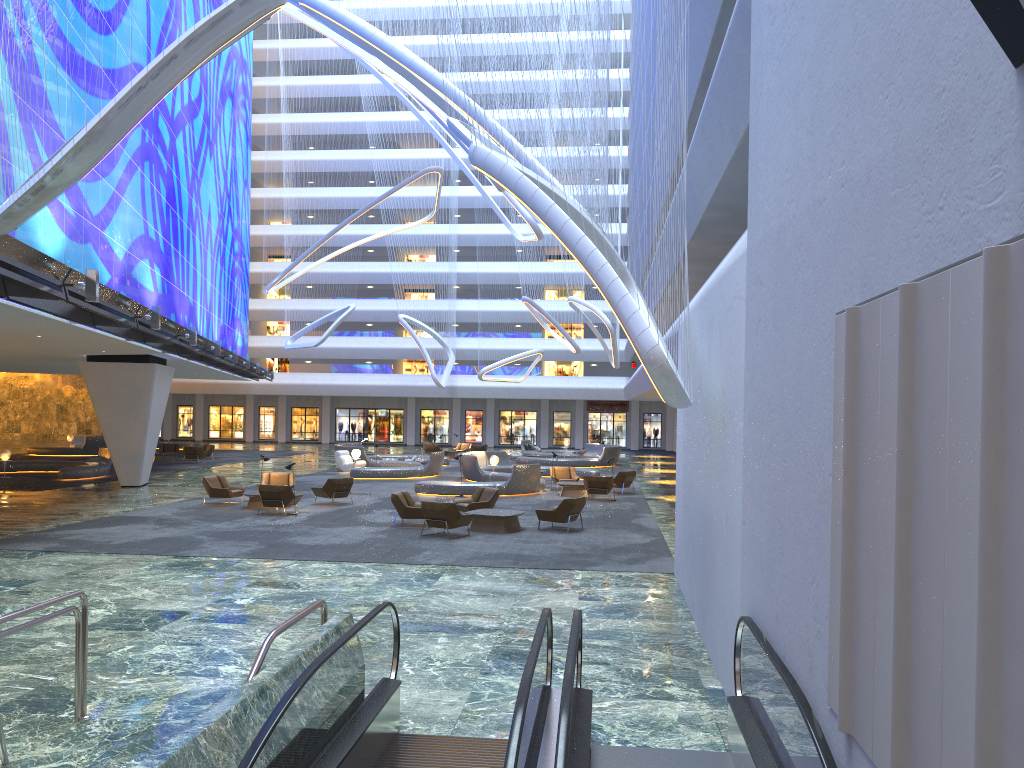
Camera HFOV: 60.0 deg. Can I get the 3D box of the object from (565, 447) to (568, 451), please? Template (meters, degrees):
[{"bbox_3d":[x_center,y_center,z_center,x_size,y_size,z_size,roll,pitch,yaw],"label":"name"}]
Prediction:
[{"bbox_3d":[3.031,3.633,49.092,0.131,0.252,0.103,1,0,-11],"label":"object"}]

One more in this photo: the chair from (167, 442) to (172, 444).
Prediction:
[{"bbox_3d":[-19.799,3.584,50.887,0.586,0.501,0.491,1,-1,23],"label":"chair"}]

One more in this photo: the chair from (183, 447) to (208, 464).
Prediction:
[{"bbox_3d":[-14.516,3.240,40.526,0.929,0.767,0.939,1,-1,4],"label":"chair"}]

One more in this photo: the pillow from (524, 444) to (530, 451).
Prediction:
[{"bbox_3d":[0.895,3.548,49.732,0.295,0.369,0.769,1,-1,19],"label":"pillow"}]

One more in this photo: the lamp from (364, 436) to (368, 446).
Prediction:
[{"bbox_3d":[-7.116,3.165,42.897,0.202,1.300,0.384,1,0,-40],"label":"lamp"}]

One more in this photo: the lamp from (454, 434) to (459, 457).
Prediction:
[{"bbox_3d":[-3.159,3.427,49.606,0.384,1.300,0.202,1,0,-32],"label":"lamp"}]

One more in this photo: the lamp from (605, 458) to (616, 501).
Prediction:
[{"bbox_3d":[2.956,2.863,26.643,0.384,1.300,0.202,1,0,23],"label":"lamp"}]

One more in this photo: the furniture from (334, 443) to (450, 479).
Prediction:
[{"bbox_3d":[-5.381,3.185,37.944,5.185,0.969,9.930,1,-2,-2],"label":"furniture"}]

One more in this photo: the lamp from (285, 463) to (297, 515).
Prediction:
[{"bbox_3d":[-5.453,2.582,21.872,0.384,1.300,0.202,1,0,23],"label":"lamp"}]

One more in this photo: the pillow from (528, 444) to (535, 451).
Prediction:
[{"bbox_3d":[1.106,3.527,49.745,0.315,0.386,0.785,1,-1,21],"label":"pillow"}]

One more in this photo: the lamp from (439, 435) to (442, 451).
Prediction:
[{"bbox_3d":[-3.700,3.317,46.143,0.202,1.300,0.384,1,0,-32],"label":"lamp"}]

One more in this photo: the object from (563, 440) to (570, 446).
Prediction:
[{"bbox_3d":[3.196,3.449,51.709,0.367,0.387,0.318,1,-1,-12],"label":"object"}]

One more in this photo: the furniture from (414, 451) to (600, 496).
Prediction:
[{"bbox_3d":[-0.409,3.090,31.712,5.184,0.969,9.931,0,-2,23],"label":"furniture"}]

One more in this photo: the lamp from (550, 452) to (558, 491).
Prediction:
[{"bbox_3d":[1.405,2.928,29.785,0.202,1.300,0.384,1,0,22],"label":"lamp"}]

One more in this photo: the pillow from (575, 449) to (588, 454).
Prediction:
[{"bbox_3d":[3.623,3.535,46.174,0.692,0.262,0.877,2,-2,-32],"label":"pillow"}]

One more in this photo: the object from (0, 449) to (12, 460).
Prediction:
[{"bbox_3d":[-17.800,2.487,31.128,0.318,0.387,0.367,1,-1,13],"label":"object"}]

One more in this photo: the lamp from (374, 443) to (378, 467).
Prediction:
[{"bbox_3d":[-5.393,2.972,35.254,0.202,1.300,0.384,1,0,-18],"label":"lamp"}]

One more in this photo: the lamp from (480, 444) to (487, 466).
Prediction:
[{"bbox_3d":[-1.118,3.049,35.435,0.384,1.300,0.202,1,0,23],"label":"lamp"}]

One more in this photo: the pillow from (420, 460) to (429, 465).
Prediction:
[{"bbox_3d":[-3.178,3.098,35.076,0.692,0.262,0.877,1,-2,14],"label":"pillow"}]

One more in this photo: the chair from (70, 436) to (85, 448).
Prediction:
[{"bbox_3d":[-23.424,3.246,47.923,0.729,0.882,1.157,1,-1,-40],"label":"chair"}]

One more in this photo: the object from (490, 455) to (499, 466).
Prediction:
[{"bbox_3d":[-0.647,2.823,32.710,0.367,0.387,0.318,1,-1,13],"label":"object"}]

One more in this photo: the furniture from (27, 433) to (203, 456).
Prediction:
[{"bbox_3d":[-21.711,3.219,48.596,5.184,0.969,9.931,0,-2,23],"label":"furniture"}]

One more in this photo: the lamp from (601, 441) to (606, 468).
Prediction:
[{"bbox_3d":[4.354,3.337,42.130,0.202,1.300,0.384,1,0,-35],"label":"lamp"}]

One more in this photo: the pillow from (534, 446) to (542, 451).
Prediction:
[{"bbox_3d":[1.341,3.631,50.013,0.874,0.280,0.685,0,-2,43],"label":"pillow"}]

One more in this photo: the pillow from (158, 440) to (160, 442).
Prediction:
[{"bbox_3d":[-21.226,3.371,52.799,0.443,0.207,0.445,1,-1,-8],"label":"pillow"}]

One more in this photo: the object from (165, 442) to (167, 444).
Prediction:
[{"bbox_3d":[-19.629,3.353,50.246,0.071,0.118,0.151,1,-1,41],"label":"object"}]

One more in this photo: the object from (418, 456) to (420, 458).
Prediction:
[{"bbox_3d":[-4.213,3.326,40.322,0.071,0.118,0.151,1,-1,16],"label":"object"}]

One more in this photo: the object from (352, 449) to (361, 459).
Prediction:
[{"bbox_3d":[-6.284,2.817,35.785,0.367,0.387,0.318,1,-1,-12],"label":"object"}]

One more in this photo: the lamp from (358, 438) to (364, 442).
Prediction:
[{"bbox_3d":[-6.925,3.098,40.491,0.384,1.300,0.202,1,0,-1],"label":"lamp"}]

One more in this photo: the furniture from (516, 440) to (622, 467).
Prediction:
[{"bbox_3d":[2.955,3.574,46.477,5.185,0.969,9.930,1,-2,3],"label":"furniture"}]

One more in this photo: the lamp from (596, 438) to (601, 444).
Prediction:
[{"bbox_3d":[4.493,3.457,46.186,0.384,1.300,0.202,1,0,6],"label":"lamp"}]

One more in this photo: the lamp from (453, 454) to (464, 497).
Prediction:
[{"bbox_3d":[-1.641,2.801,27.202,0.384,1.300,0.202,1,0,23],"label":"lamp"}]

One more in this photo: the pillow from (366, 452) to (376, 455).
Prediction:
[{"bbox_3d":[-6.739,3.301,41.960,0.443,0.207,0.444,2,-2,-33],"label":"pillow"}]

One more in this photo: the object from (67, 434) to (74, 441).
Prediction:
[{"bbox_3d":[-23.423,2.853,47.011,0.367,0.387,0.318,1,-1,13],"label":"object"}]

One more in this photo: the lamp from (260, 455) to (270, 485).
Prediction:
[{"bbox_3d":[-7.004,2.647,25.013,0.202,1.300,0.384,1,0,22],"label":"lamp"}]

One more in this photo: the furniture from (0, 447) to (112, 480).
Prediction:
[{"bbox_3d":[-19.388,2.800,32.847,9.924,0.969,5.188,0,-2,23],"label":"furniture"}]
